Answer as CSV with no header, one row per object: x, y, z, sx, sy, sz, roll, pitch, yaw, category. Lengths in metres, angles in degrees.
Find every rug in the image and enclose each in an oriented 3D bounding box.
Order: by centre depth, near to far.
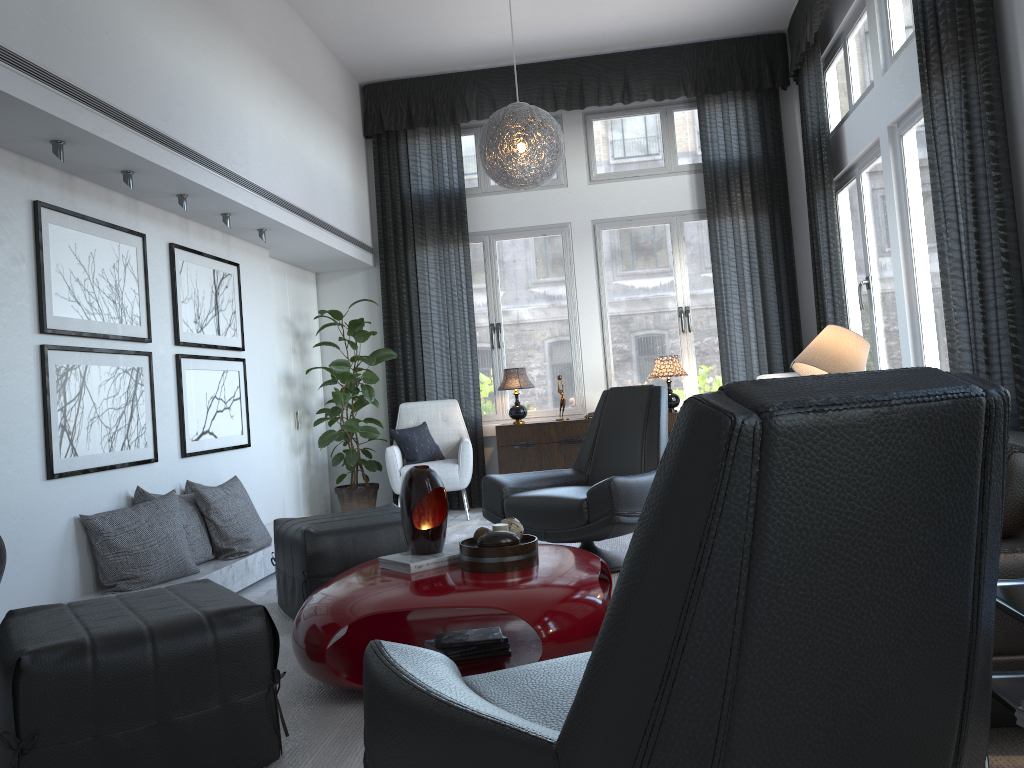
0.163,0.832,2.360,2.953,0.032,7.761,-5,-1,7,rug

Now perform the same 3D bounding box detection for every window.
1.977,-1.055,4.043,0.133,2.327,1.266,-5,-2,7,window
2.156,-1.053,5.449,0.133,2.327,1.266,-5,-2,7,window
1.247,-0.968,6.606,1.267,2.328,0.133,-5,-3,7,window
-0.156,-0.856,6.780,1.267,2.328,0.133,-5,-3,7,window

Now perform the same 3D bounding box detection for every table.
1.107,0.546,1.315,0.593,0.411,0.592,-5,-1,7,table
-0.155,0.715,2.824,0.941,0.301,0.938,-5,-1,7,table

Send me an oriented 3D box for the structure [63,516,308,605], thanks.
-1.720,0.901,2.078,0.393,0.135,7.200,-5,-1,7,structure

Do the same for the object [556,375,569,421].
0.349,0.098,6.346,0.096,0.325,0.096,-5,-3,7,object

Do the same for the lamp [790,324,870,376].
1.640,0.221,3.596,0.475,1.017,1.165,-4,-2,-19,lamp

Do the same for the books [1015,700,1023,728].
0.956,0.457,1.265,0.322,0.116,0.278,-4,-1,-8,books

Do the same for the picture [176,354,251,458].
-1.615,0.109,4.840,0.020,0.524,0.790,-5,-1,7,picture

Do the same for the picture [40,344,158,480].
-1.749,0.108,3.809,0.020,0.524,0.790,-5,-1,7,picture

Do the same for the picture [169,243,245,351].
-1.659,-0.455,4.869,0.020,0.524,0.790,-5,-1,7,picture

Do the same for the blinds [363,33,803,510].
0.537,-0.791,6.556,3.211,3.284,0.188,-5,-3,7,blinds

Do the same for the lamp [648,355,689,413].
1.103,0.001,6.226,0.279,0.398,0.281,-6,-3,33,lamp

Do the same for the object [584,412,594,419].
0.712,0.140,6.282,0.406,0.181,0.180,-5,-2,7,object

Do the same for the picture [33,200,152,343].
-1.791,-0.457,3.837,0.020,0.524,0.790,-5,-1,7,picture

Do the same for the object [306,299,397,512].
-1.127,0.191,6.255,0.640,1.592,0.933,-2,-3,-37,object

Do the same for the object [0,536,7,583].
-1.711,0.550,2.792,0.175,0.581,0.196,-4,-3,-12,object

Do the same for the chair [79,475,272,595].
-1.469,0.654,4.185,0.390,0.432,1.335,-5,-1,8,chair

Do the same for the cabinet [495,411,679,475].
0.621,0.546,6.311,1.398,0.614,0.385,-5,-2,7,cabinet

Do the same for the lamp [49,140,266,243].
-1.713,-0.858,3.055,0.053,0.081,4.249,-5,-1,7,lamp

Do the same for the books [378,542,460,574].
-0.247,0.558,2.857,0.306,0.030,0.200,-4,-1,-38,books

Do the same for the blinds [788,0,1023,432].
1.936,-0.921,4.767,0.189,3.284,3.208,-5,-2,7,blinds

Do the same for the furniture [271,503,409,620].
-0.655,0.732,3.702,0.599,0.379,0.612,-4,-1,-29,furniture

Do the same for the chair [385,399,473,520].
-0.572,0.531,6.257,0.594,0.825,0.611,-4,-2,-3,chair

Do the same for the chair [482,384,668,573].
0.400,0.428,4.207,0.805,0.812,0.838,-3,-3,-45,chair

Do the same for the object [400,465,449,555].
-0.287,0.405,2.870,0.153,0.281,0.151,-2,-3,-43,object

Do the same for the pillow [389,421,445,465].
-0.667,0.420,6.270,0.252,0.296,0.357,-6,-2,34,pillow

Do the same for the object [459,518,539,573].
-0.042,0.492,2.731,0.242,0.133,0.242,-6,-2,45,object

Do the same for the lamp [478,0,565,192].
0.026,-1.792,5.281,0.512,1.309,0.514,-5,-3,2,lamp

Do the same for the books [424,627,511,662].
-0.138,0.831,2.835,0.272,0.054,0.204,-4,-1,-17,books

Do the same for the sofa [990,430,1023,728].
1.038,0.459,2.707,0.936,0.618,1.903,-5,-1,7,sofa

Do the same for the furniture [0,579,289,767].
-0.932,0.736,2.171,0.614,0.379,0.597,-4,-2,-34,furniture

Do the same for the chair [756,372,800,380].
1.792,0.342,5.950,0.592,0.825,0.613,-6,-3,37,chair

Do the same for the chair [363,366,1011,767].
0.261,0.405,1.218,0.841,0.812,0.802,-4,-2,-20,chair

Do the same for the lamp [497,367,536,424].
0.034,0.086,6.358,0.279,0.398,0.281,-6,-3,33,lamp

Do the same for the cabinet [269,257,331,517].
-1.627,0.082,6.316,0.191,1.899,1.170,-5,-2,7,cabinet
